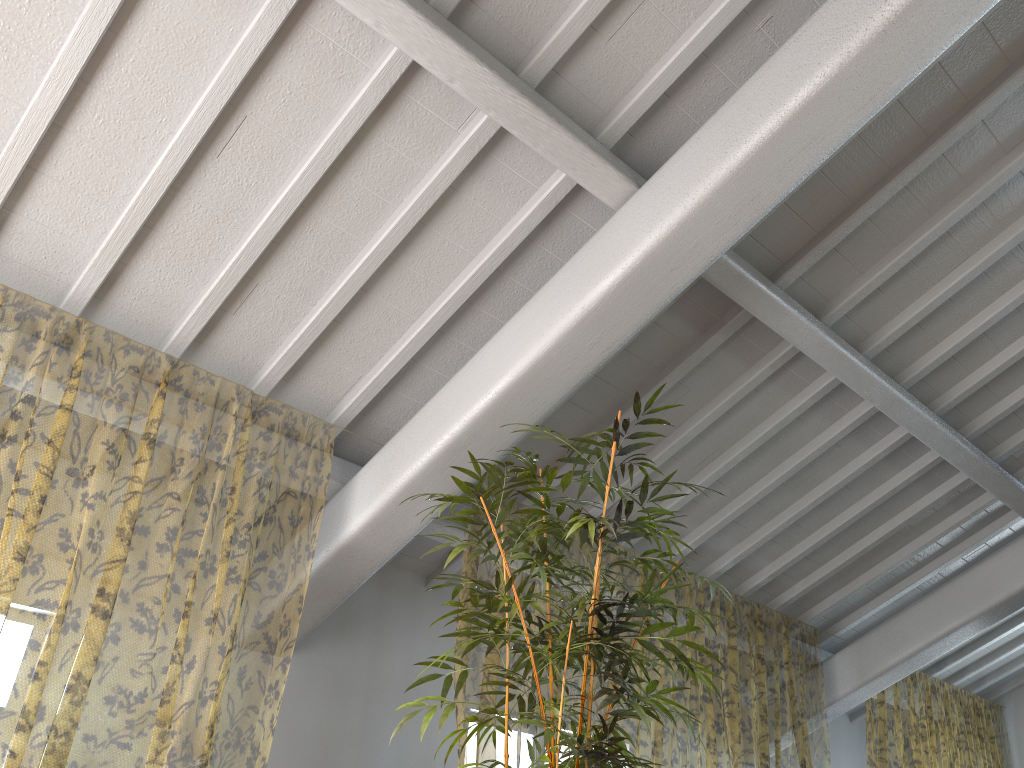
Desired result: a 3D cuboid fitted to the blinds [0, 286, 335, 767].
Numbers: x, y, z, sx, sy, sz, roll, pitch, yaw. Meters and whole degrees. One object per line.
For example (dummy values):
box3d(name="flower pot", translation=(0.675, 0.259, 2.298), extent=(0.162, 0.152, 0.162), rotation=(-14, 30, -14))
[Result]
box3d(name="blinds", translation=(-2.205, 0.678, 2.580), extent=(3.505, 2.546, 0.306), rotation=(28, -34, -35))

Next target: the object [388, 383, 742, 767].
box3d(name="object", translation=(0.246, 1.262, 3.085), extent=(1.399, 2.473, 1.177), rotation=(14, -28, -14))

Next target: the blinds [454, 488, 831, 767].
box3d(name="blinds", translation=(0.905, 2.313, 5.071), extent=(3.505, 2.546, 0.306), rotation=(28, -34, -35))

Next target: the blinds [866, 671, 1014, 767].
box3d(name="blinds", translation=(3.625, 3.744, 7.252), extent=(2.780, 2.546, 0.306), rotation=(28, -34, -35))
